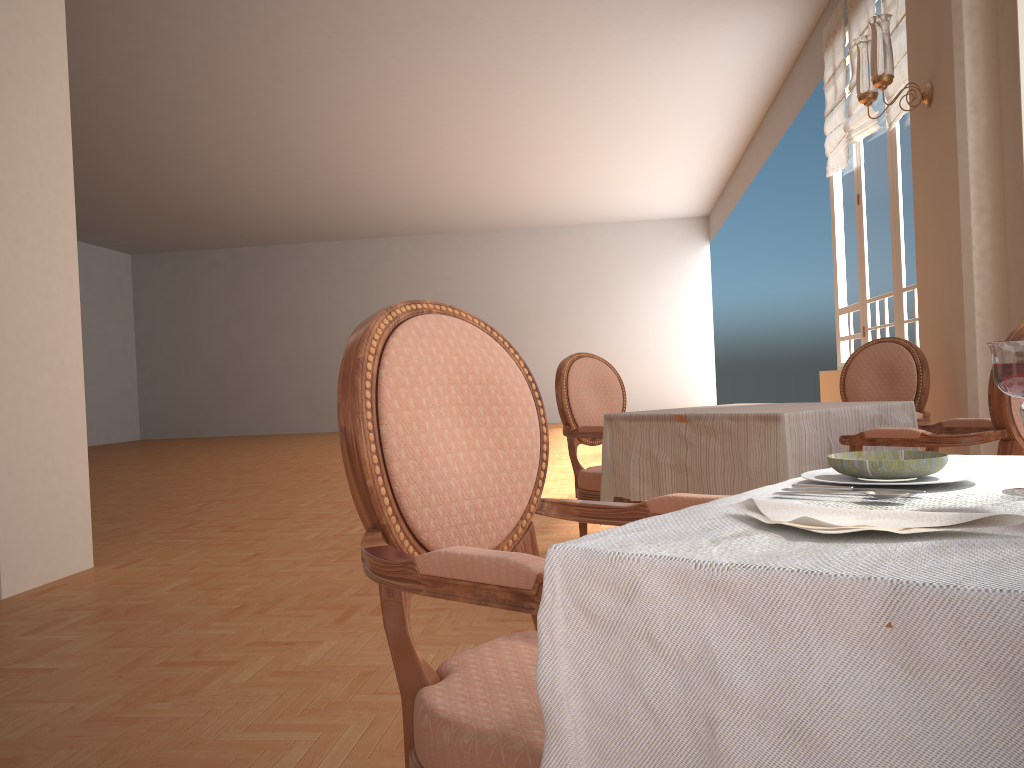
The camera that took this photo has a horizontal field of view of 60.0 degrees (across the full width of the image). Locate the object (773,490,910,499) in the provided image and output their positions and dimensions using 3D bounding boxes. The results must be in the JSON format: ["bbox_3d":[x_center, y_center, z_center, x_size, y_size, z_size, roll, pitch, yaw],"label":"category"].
[{"bbox_3d":[0.299,0.101,0.815,0.125,0.006,0.027,-3,0,40],"label":"object"}]

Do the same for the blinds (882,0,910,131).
[{"bbox_3d":[2.375,-2.299,5.442,0.054,1.301,0.689,-3,0,7],"label":"blinds"}]

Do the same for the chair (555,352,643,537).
[{"bbox_3d":[0.490,0.317,3.750,0.521,0.931,0.593,-3,1,-39],"label":"chair"}]

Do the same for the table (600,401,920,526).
[{"bbox_3d":[0.895,0.423,3.208,0.831,0.677,0.829,-3,0,-38],"label":"table"}]

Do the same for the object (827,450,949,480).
[{"bbox_3d":[0.391,0.086,0.926,0.117,0.024,0.117,-3,0,17],"label":"object"}]

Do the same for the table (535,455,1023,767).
[{"bbox_3d":[0.581,0.431,0.706,0.829,0.680,0.836,-3,0,40],"label":"table"}]

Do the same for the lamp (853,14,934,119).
[{"bbox_3d":[1.635,-1.347,3.790,0.274,0.362,0.320,-3,0,7],"label":"lamp"}]

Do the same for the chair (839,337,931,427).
[{"bbox_3d":[1.429,0.273,3.648,0.593,0.931,0.521,-3,1,-39],"label":"chair"}]

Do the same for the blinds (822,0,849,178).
[{"bbox_3d":[2.573,-2.310,7.074,0.038,1.293,0.689,-3,0,7],"label":"blinds"}]

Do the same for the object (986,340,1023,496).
[{"bbox_3d":[0.455,0.029,0.780,0.062,0.135,0.062,-2,1,38],"label":"object"}]

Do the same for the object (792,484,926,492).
[{"bbox_3d":[0.330,0.100,0.850,0.127,0.004,0.013,-3,0,41],"label":"object"}]

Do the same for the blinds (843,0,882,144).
[{"bbox_3d":[2.466,-2.335,6.292,0.085,1.236,0.699,-3,0,7],"label":"blinds"}]

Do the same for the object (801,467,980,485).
[{"bbox_3d":[0.391,0.097,0.925,0.171,0.005,0.171,-3,0,44],"label":"object"}]

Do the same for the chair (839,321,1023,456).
[{"bbox_3d":[1.341,0.275,2.663,0.521,0.931,0.593,-3,1,-39],"label":"chair"}]

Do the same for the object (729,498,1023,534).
[{"bbox_3d":[0.244,0.099,0.660,0.095,0.012,0.234,-3,0,-45],"label":"object"}]

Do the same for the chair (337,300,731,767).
[{"bbox_3d":[0.083,0.330,1.157,0.593,0.931,0.520,-2,1,40],"label":"chair"}]

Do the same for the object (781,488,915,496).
[{"bbox_3d":[0.315,0.102,0.836,0.125,0.002,0.016,-3,0,41],"label":"object"}]
